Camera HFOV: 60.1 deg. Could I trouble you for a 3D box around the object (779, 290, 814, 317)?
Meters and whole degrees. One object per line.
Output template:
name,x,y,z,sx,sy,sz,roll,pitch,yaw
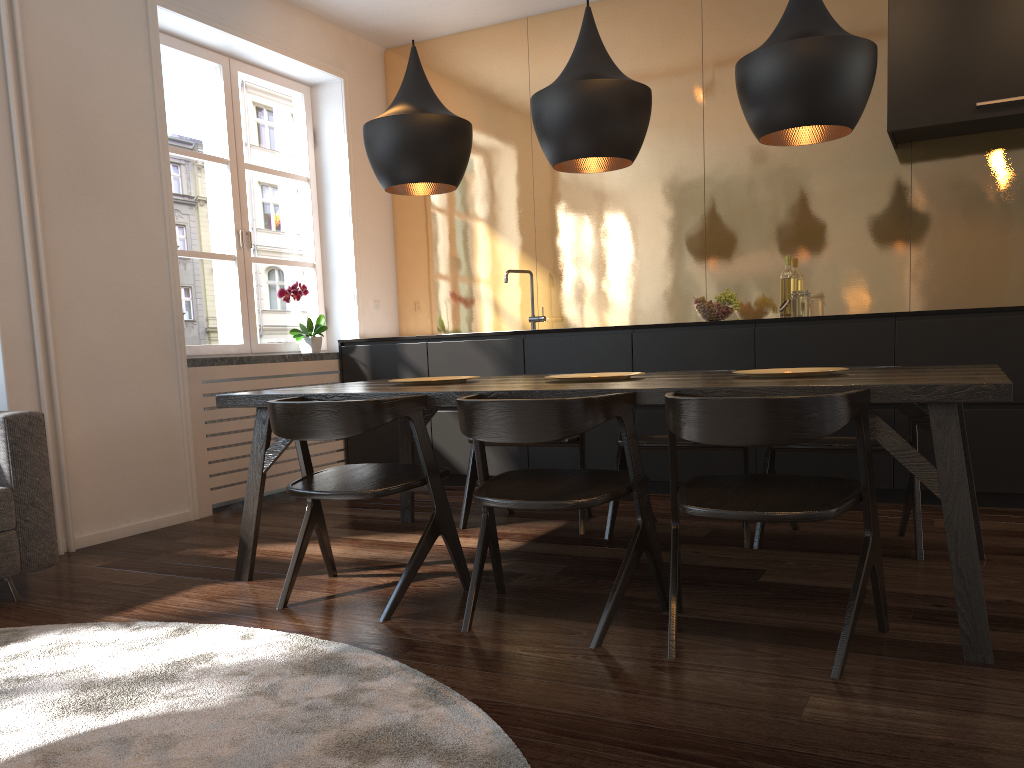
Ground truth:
object,1.485,-0.419,4.616,0.176,0.153,0.087,-2,6,4

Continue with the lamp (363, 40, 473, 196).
lamp,-0.356,-1.007,3.317,0.409,0.545,0.409,-5,6,-29

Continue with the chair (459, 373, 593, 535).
chair,0.099,0.301,4.011,0.593,0.676,0.516,0,6,23

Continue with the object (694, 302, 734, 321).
object,1.063,-0.374,4.628,0.218,0.097,0.217,-3,3,-15

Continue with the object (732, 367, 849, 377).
object,0.888,-0.036,2.829,0.355,0.017,0.353,-1,3,31

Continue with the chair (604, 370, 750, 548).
chair,0.719,0.290,3.663,0.593,0.676,0.516,0,6,25

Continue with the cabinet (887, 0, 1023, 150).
cabinet,2.709,-1.737,3.839,1.955,1.058,0.528,-1,6,27

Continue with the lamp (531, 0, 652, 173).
lamp,0.266,-1.019,3.000,0.411,0.545,0.408,-2,5,3

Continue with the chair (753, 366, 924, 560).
chair,1.261,0.280,3.386,0.593,0.676,0.516,0,6,26

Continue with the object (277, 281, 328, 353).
object,-1.238,-0.403,5.304,0.229,0.440,0.403,-2,5,3

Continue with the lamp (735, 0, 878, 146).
lamp,0.888,-1.031,2.683,0.410,0.545,0.408,-4,5,-15

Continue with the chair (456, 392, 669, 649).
chair,0.115,0.363,2.594,0.593,0.676,0.516,0,6,28

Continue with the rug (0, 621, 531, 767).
rug,-1.337,0.810,1.348,2.838,0.012,2.819,-2,3,7

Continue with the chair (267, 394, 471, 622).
chair,-0.495,0.375,2.899,0.593,0.676,0.516,0,6,26

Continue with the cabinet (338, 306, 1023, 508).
cabinet,1.363,0.114,4.674,5.063,0.907,0.727,-1,5,27

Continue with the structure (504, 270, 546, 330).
structure,0.083,-0.500,5.365,0.109,0.388,0.264,4,8,43

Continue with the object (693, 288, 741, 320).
object,1.065,-0.412,4.606,0.239,0.174,0.176,-2,5,12

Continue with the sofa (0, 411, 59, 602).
sofa,-2.346,0.499,1.840,2.039,0.676,3.048,-1,3,27

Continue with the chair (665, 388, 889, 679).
chair,0.661,0.352,2.315,0.593,0.676,0.516,0,6,25

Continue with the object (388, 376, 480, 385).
object,-0.301,-0.013,3.437,0.355,0.017,0.353,-1,3,31

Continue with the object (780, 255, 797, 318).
object,1.493,-0.521,4.778,0.092,0.342,0.091,-3,6,-6

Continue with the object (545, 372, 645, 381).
object,0.293,-0.024,3.133,0.356,0.017,0.353,-2,3,8

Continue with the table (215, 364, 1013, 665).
table,0.305,0.326,3.133,2.500,0.684,1.099,-1,4,27
